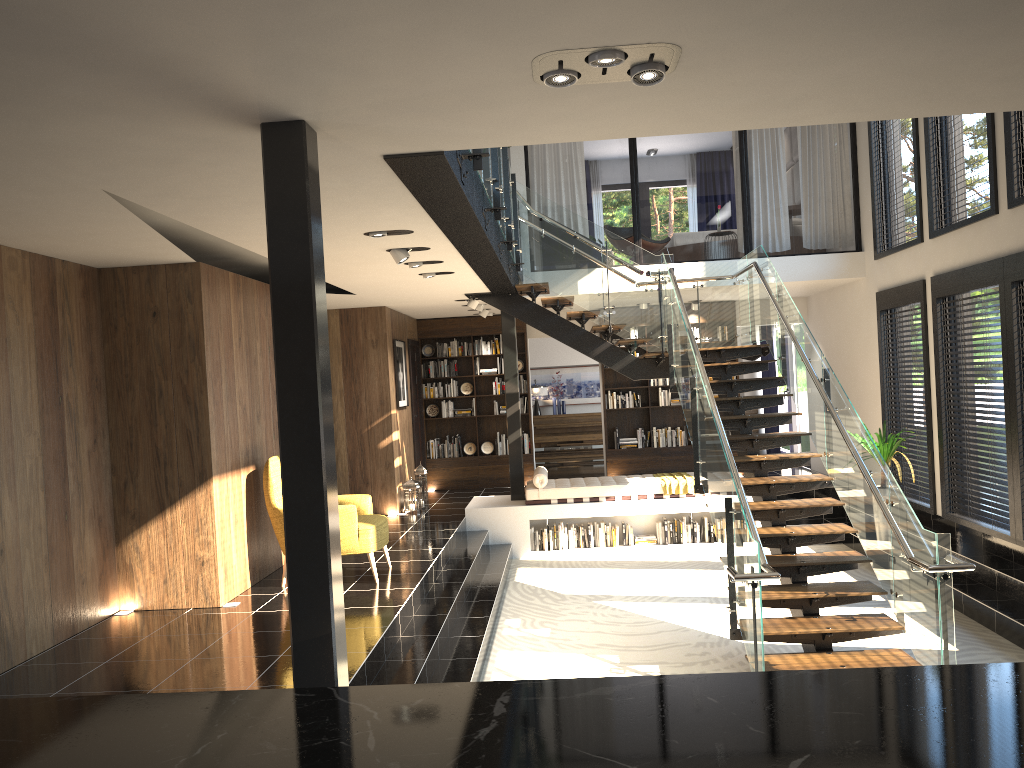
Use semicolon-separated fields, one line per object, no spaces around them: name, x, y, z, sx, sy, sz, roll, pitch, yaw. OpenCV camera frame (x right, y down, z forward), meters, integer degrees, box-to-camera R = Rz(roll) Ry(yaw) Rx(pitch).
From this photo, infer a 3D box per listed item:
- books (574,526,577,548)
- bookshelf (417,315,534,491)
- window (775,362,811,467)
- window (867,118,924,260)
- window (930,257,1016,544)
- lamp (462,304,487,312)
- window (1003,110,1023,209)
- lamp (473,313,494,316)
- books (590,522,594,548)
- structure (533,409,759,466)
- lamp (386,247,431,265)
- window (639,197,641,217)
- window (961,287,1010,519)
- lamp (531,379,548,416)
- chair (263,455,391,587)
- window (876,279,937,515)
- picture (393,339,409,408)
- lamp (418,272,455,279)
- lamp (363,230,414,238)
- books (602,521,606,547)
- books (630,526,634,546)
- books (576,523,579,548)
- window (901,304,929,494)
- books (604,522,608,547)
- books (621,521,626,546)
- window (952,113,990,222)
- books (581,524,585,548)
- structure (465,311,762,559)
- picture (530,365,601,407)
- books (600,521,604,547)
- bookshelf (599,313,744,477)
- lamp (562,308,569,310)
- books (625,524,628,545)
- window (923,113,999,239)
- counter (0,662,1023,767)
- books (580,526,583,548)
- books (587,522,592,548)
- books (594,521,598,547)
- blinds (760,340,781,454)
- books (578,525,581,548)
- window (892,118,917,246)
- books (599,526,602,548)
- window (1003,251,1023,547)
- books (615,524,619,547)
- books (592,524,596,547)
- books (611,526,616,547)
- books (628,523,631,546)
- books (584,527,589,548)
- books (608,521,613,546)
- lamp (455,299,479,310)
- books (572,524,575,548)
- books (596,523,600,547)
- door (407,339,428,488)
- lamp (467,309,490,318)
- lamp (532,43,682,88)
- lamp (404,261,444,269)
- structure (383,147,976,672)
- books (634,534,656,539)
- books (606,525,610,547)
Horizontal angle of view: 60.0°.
books;0.795;1.919;11.122;0.026;0.247;0.149;-3;1;3
bookshelf;-0.560;0.291;13.936;1.703;2.683;0.273;-3;1;3
window;4.855;0.102;15.434;0.184;2.476;2.980;-3;0;3
window;4.421;-2.726;9.925;0.358;2.476;1.393;-3;1;3
window;4.486;0.133;8.337;0.358;2.476;1.498;-3;1;3
lamp;-0.512;-1.082;11.950;0.346;0.231;0.195;-3;1;3
window;4.243;-2.710;6.739;0.358;2.476;1.393;-3;1;3
lamp;-0.427;-1.117;13.501;0.346;0.177;0.195;-3;0;3
books;0.996;1.885;11.073;0.025;0.293;0.205;-3;1;3
structure;1.549;1.040;17.305;6.276;0.982;0.885;-3;1;3
lamp;-0.800;-1.048;6.838;0.346;0.247;0.195;-3;1;3
window;2.535;-2.722;17.064;3.523;2.312;0.184;-3;1;3
window;4.557;0.129;8.324;0.005;2.297;1.313;-3;1;3
lamp;0.473;0.268;17.288;0.470;0.726;0.470;-3;1;-4
chair;-1.618;1.155;7.800;1.031;1.098;0.807;-3;1;2
window;4.578;0.128;9.970;0.358;2.476;1.393;-3;1;3
picture;-1.514;-0.140;12.137;0.028;0.911;0.748;-3;1;3
lamp;-0.716;-1.091;8.386;0.346;0.177;0.195;-3;0;3
lamp;-0.846;-1.089;6.062;0.346;0.158;0.195;-3;0;3
books;1.147;1.870;11.061;0.020;0.305;0.172;-3;1;3
books;1.490;1.895;11.061;0.030;0.218;0.186;-3;1;3
books;0.819;1.898;11.119;0.025;0.285;0.137;-3;1;3
window;4.648;0.124;9.958;0.005;2.297;1.220;-3;1;3
books;1.169;1.875;11.064;0.023;0.293;0.157;-3;1;3
books;1.394;1.867;11.074;0.030;0.284;0.176;-3;1;3
window;4.402;-2.722;8.320;0.005;2.297;1.220;-3;1;3
books;0.886;1.896;11.075;0.028;0.282;0.172;-3;1;3
structure;1.281;0.460;11.421;3.782;3.245;1.148;-3;1;3
picture;1.916;-0.002;17.456;3.543;0.748;0.035;-3;1;3
books;1.124;1.871;11.067;0.026;0.305;0.187;-3;1;3
bookshelf;2.456;0.125;13.764;2.090;2.683;0.273;-3;1;3
lamp;0.821;-1.195;13.441;0.195;0.158;0.346;-3;0;3
books;1.434;1.881;11.089;0.045;0.252;0.142;-3;1;3
window;4.332;-2.718;8.332;0.358;2.476;1.393;-3;1;3
counter;0.522;0.583;1.388;3.573;0.041;0.698;-3;0;3
books;0.864;1.907;11.085;0.019;0.261;0.183;-3;1;3
books;0.966;1.883;11.061;0.033;0.299;0.195;-3;1;3
books;1.049;1.874;11.086;0.023;0.308;0.126;-3;1;3
blinds;4.723;0.019;16.341;0.161;2.771;1.080;-3;1;2
books;0.843;1.909;11.103;0.023;0.260;0.133;-3;1;3
window;4.491;-2.730;9.913;0.005;2.297;1.220;-3;1;3
books;1.098;1.902;11.052;0.027;0.246;0.193;-3;1;3
window;4.403;0.141;6.844;0.358;2.476;1.498;-3;1;3
books;1.303;1.885;11.046;0.050;0.258;0.215;-3;1;3
books;1.024;1.894;11.089;0.029;0.271;0.128;-3;1;3
books;1.264;1.900;11.041;0.028;0.233;0.205;-3;1;3
books;1.464;1.876;11.061;0.020;0.257;0.154;-3;1;3
books;0.927;1.918;11.087;0.050;0.234;0.149;-3;1;3
books;1.233;1.871;11.086;0.036;0.293;0.128;-3;1;3
lamp;-0.554;-1.063;11.178;0.346;0.263;0.195;-3;1;3
books;0.770;1.895;11.078;0.020;0.295;0.102;-3;1;3
books;1.073;1.883;11.076;0.025;0.287;0.169;-3;1;3
door;-1.456;0.516;13.371;0.104;2.348;0.931;-3;1;3
lamp;-0.468;-1.070;12.724;0.346;0.263;0.195;-3;1;3
lamp;0.316;-1.146;3.035;0.501;0.195;0.349;-3;0;3
lamp;-0.759;-1.087;7.611;0.346;0.177;0.195;-3;0;3
structure;1.116;0.070;7.629;3.447;4.869;7.278;-3;0;2
books;1.657;1.909;11.069;0.249;0.026;0.148;-3;0;1
books;1.199;1.894;11.078;0.034;0.252;0.151;-3;1;3
